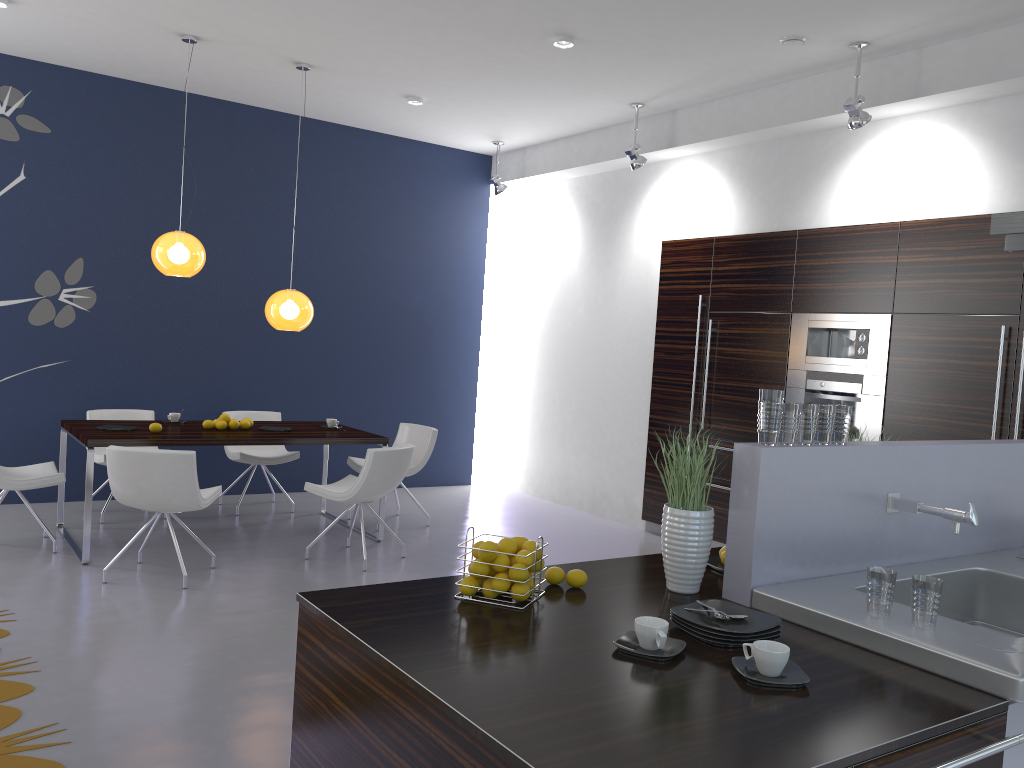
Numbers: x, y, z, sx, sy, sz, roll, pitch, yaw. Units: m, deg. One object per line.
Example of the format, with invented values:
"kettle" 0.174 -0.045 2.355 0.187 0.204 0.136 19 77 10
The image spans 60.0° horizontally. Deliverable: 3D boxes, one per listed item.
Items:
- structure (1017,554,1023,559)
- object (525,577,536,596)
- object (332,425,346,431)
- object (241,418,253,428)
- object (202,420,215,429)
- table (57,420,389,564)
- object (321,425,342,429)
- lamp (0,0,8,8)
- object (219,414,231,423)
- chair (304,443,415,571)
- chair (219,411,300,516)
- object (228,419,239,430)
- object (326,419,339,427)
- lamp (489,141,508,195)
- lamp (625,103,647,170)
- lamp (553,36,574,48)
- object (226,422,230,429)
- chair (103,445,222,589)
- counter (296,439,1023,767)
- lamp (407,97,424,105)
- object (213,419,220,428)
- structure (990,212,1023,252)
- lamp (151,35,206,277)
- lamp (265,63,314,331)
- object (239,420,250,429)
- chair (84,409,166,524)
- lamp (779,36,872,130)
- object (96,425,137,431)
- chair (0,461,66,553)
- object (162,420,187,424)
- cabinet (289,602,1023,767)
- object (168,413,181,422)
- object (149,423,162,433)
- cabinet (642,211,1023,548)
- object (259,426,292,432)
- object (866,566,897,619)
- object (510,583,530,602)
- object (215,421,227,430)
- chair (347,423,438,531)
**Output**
"structure" 2.212 0.610 3.106 0.709 0.055 0.519 2 3 -34
"object" 0.035 0.550 2.404 0.061 0.053 0.053 4 3 8
"object" -1.342 0.342 6.899 0.155 0.028 0.032 6 3 36
"object" -1.972 0.290 6.596 0.094 0.077 0.079 5 3 29
"object" -2.179 0.291 6.368 0.083 0.068 0.070 2 3 -31
"table" -2.096 0.718 6.486 2.046 0.783 1.127 2 3 -34
"object" -1.423 0.340 6.980 0.154 0.020 0.154 4 3 11
"lamp" -3.266 -2.423 5.615 0.132 0.035 0.132 2 3 -34
"object" -2.079 0.249 6.428 0.083 0.068 0.070 2 3 -31
"chair" -1.023 0.798 6.060 0.620 0.805 0.508 5 3 25
"chair" -2.162 0.655 7.539 0.508 0.805 0.620 2 3 -35
"object" -2.017 0.293 6.431 0.076 0.080 0.094 2 3 -33
"object" -1.411 0.310 6.980 0.101 0.064 0.081 3 3 -9
"lamp" -0.125 -2.114 8.733 0.185 0.511 0.150 2 3 -34
"lamp" 1.002 -1.965 7.088 0.185 0.511 0.150 2 3 -34
"lamp" 0.331 -2.185 5.669 0.132 0.035 0.132 4 3 8
"object" -2.071 0.291 6.494 0.069 0.071 0.081 5 3 32
"chair" -2.099 0.759 5.332 0.508 0.805 0.620 4 3 0
"counter" 1.145 0.845 2.722 3.291 1.300 1.302 2 3 -34
"lamp" -0.796 -2.334 7.314 0.132 0.035 0.132 4 3 12
"object" -2.139 0.290 6.447 0.083 0.068 0.070 5 3 24
"structure" 2.364 -1.026 2.968 0.981 1.231 0.915 2 3 -34
"lamp" -2.279 -1.573 6.156 0.358 1.645 0.359 3 3 -24
"lamp" -1.617 -1.385 6.629 0.359 1.974 0.358 2 3 -29
"object" -1.964 0.299 6.511 0.083 0.068 0.070 2 3 -31
"chair" -3.018 0.624 6.950 0.508 0.805 0.620 2 3 -39
"lamp" 1.920 -1.829 5.437 0.605 0.511 0.171 4 3 -3
"object" -2.674 0.301 6.005 0.232 0.020 0.232 4 3 -6
"chair" -3.265 0.662 5.741 0.620 0.805 0.508 2 3 -34
"object" -2.523 0.283 6.628 0.154 0.020 0.154 4 3 10
"cabinet" 1.126 1.068 2.742 3.285 0.852 1.377 2 3 -34
"object" -2.520 0.252 6.617 0.081 0.064 0.101 3 3 -10
"object" -2.396 0.295 5.964 0.083 0.068 0.070 2 3 -31
"cabinet" 2.442 0.169 6.290 0.669 2.500 3.600 2 3 -34
"object" -1.758 0.335 6.596 0.232 0.020 0.232 4 3 -6
"object" 0.936 0.532 2.255 0.072 0.119 0.071 2 3 -34
"object" 0.021 0.550 2.345 0.053 0.053 0.061 4 3 10
"object" -2.091 0.297 6.378 0.083 0.068 0.070 5 3 24
"chair" -0.975 0.744 7.318 0.620 0.805 0.508 2 3 -39
